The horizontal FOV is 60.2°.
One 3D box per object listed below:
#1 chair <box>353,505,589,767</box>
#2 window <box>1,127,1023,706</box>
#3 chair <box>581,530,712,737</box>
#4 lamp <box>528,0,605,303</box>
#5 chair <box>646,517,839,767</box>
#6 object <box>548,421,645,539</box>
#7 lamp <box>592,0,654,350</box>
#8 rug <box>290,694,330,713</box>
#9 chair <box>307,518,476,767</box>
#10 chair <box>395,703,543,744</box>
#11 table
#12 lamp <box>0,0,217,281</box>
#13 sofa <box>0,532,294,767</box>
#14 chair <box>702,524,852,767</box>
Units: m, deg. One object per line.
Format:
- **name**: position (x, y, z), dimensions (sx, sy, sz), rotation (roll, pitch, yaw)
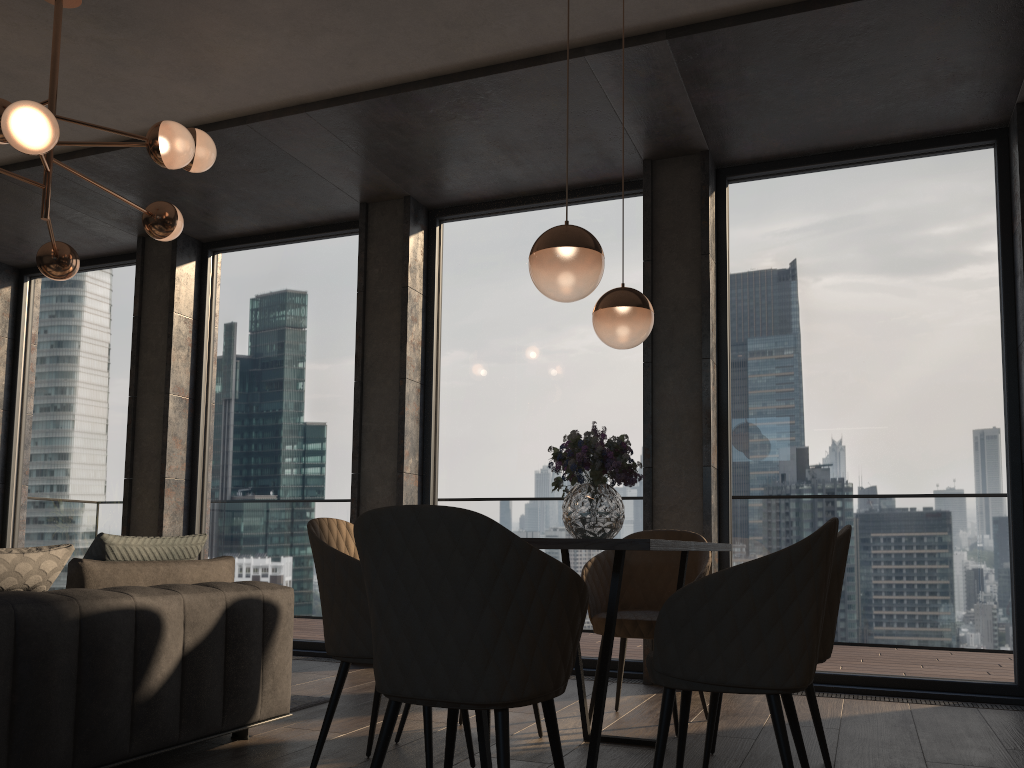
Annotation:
- **chair**: position (-0.110, 0.724, 2.155), dimensions (0.556, 0.828, 0.515), rotation (-3, -8, 26)
- **window**: position (-0.751, 0.323, 5.909), dimensions (7.272, 2.973, 0.201), rotation (-3, -6, 22)
- **chair**: position (0.595, 1.046, 3.842), dimensions (0.556, 0.828, 0.515), rotation (-3, -8, 26)
- **lamp**: position (0.180, -1.020, 2.838), dimensions (0.239, 1.530, 0.241), rotation (1, -6, -3)
- **chair**: position (0.635, 0.785, 2.428), dimensions (0.510, 0.828, 0.560), rotation (-2, -7, 21)
- **object**: position (0.285, 0.333, 3.024), dimensions (0.328, 0.405, 0.301), rotation (2, -7, -8)
- **lamp**: position (0.439, -0.897, 3.485), dimensions (0.239, 1.530, 0.241), rotation (-2, -6, 27)
- **rug**: position (-2.644, 1.449, 4.019), dimensions (3.146, 0.020, 1.748), rotation (-3, -11, 22)
- **chair**: position (-0.394, 0.858, 2.897), dimensions (0.510, 0.828, 0.561), rotation (-1, -7, 16)
- **chair**: position (-0.171, 0.966, 3.464), dimensions (0.511, 0.828, 0.560), rotation (-3, -8, 31)
- **table**: position (0.254, 0.918, 2.991), dimensions (0.770, 0.761, 1.482), rotation (-2, -10, 21)
- **lamp**: position (-1.825, -1.130, 3.754), dimensions (1.014, 1.028, 1.481), rotation (1, -9, -2)
- **sofa**: position (-2.554, 0.898, 3.137), dimensions (2.913, 0.776, 2.046), rotation (-3, -11, 21)
- **chair**: position (0.896, 0.898, 3.022), dimensions (0.510, 0.828, 0.561), rotation (-1, -7, 16)
